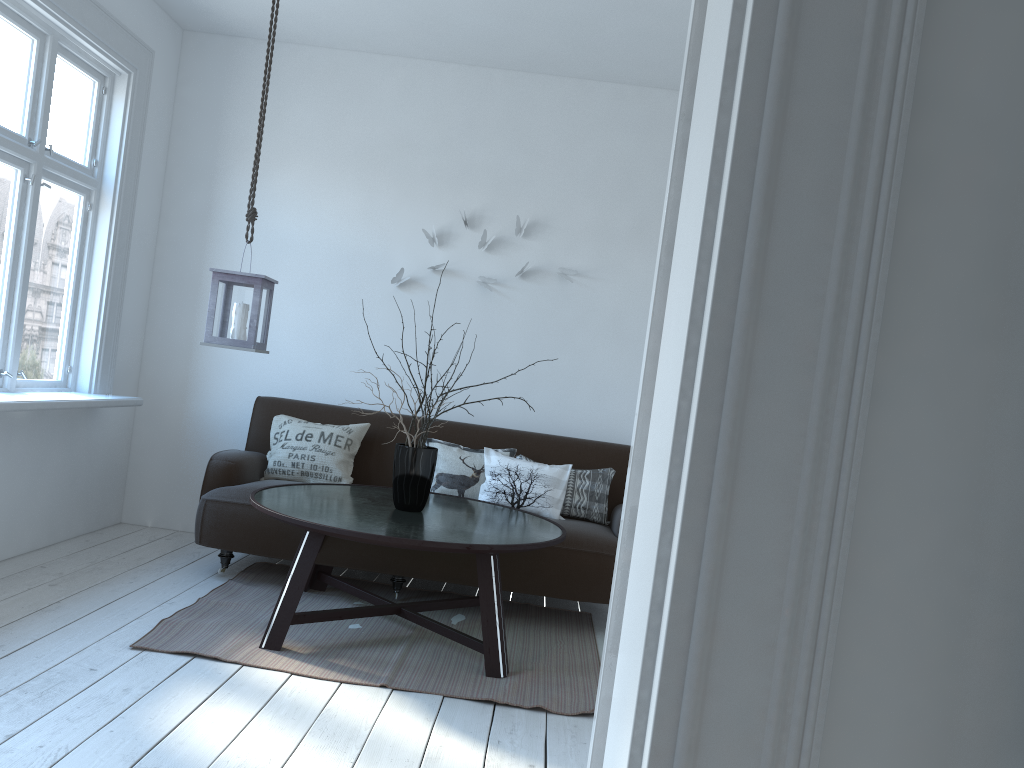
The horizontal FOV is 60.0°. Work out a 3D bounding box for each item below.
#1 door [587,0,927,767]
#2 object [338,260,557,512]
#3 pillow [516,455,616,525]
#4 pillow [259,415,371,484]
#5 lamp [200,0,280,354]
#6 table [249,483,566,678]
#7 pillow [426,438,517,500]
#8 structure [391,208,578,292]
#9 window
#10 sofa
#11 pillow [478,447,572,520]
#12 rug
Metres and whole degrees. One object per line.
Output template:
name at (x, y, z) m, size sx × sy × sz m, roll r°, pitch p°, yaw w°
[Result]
door at (-0.432, -0.230, 1.090) m, size 2.598 × 2.506 × 0.577 m, roll 8°, pitch 1°, yaw 2°
object at (-0.243, 0.015, 3.614) m, size 0.846 × 1.066 × 0.525 m, roll 7°, pitch 1°, yaw -27°
pillow at (0.257, 0.542, 4.561) m, size 0.542 × 0.288 × 0.183 m, roll 8°, pitch 1°, yaw 3°
pillow at (-1.029, 0.354, 4.607) m, size 0.519 × 0.367 × 0.239 m, roll 8°, pitch 1°, yaw 2°
lamp at (-1.049, -1.018, 3.722) m, size 0.228 × 1.762 × 0.228 m, roll 8°, pitch 1°, yaw -1°
table at (-0.452, 0.774, 3.695) m, size 1.300 × 0.503 × 1.299 m, roll 8°, pitch 0°, yaw -8°
pillow at (-0.233, 0.473, 4.541) m, size 0.473 × 0.347 × 0.158 m, roll 8°, pitch 1°, yaw 0°
structure at (-0.140, -0.713, 4.917) m, size 1.025 × 0.478 × 0.085 m, roll 8°, pitch 1°, yaw 2°
window at (-14.598, -4.277, 25.142) m, size 27.752 × 15.024 × 51.280 m, roll 8°, pitch 0°, yaw 2°
sofa at (-0.394, 0.608, 4.480) m, size 2.165 × 0.825 × 0.968 m, roll 8°, pitch 0°, yaw 2°
pillow at (0.055, 0.502, 4.455) m, size 0.471 × 0.309 × 0.188 m, roll 8°, pitch 1°, yaw 2°
rug at (-0.480, 0.997, 3.725) m, size 1.710 × 0.055 × 1.456 m, roll 8°, pitch 0°, yaw 2°
